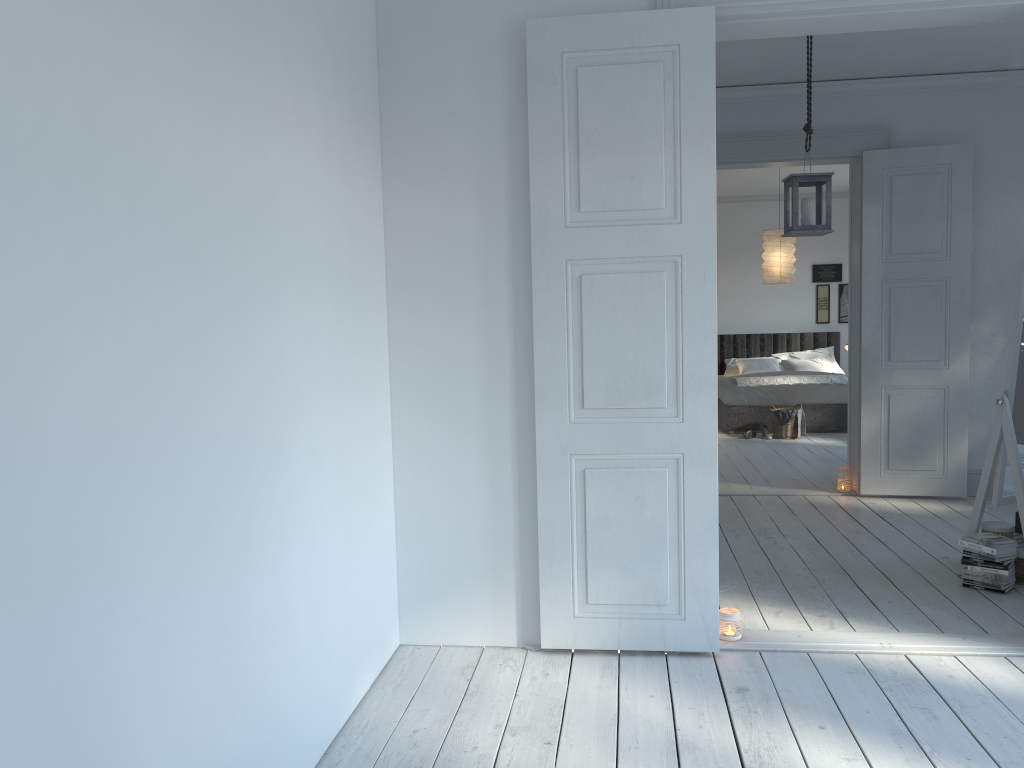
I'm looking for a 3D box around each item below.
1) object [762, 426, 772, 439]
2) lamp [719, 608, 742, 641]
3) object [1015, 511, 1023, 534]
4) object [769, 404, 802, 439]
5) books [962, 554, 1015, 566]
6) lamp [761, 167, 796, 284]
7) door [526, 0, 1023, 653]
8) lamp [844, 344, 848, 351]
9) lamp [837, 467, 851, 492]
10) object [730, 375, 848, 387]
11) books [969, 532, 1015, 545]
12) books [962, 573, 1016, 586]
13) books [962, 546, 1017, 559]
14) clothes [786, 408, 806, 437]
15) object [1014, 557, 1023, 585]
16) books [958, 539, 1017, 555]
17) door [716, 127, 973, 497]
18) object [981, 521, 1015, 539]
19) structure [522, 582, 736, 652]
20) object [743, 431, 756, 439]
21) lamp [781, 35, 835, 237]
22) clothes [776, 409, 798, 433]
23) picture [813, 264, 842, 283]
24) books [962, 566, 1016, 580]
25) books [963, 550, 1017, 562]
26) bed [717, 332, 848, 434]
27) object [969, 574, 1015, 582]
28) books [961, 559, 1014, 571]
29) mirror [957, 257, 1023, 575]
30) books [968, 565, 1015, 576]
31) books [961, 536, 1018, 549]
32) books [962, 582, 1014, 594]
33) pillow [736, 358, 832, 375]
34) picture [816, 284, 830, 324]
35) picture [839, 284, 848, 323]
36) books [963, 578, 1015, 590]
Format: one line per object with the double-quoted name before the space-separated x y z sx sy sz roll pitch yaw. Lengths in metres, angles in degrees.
"object" 2.660 0.508 9.246 0.083 0.122 0.222 -1 4 7
"lamp" 0.850 0.940 3.467 0.093 0.110 0.093 1 5 24
"object" 2.568 0.674 4.303 0.165 0.103 0.155 -4 5 -28
"object" 2.842 0.389 9.218 0.319 0.351 0.319 2 6 39
"books" 2.175 0.794 4.045 0.128 0.016 0.178 -5 5 -40
"lamp" 2.646 -1.616 8.797 0.338 1.233 0.340 2 6 38
"door" 1.391 -0.253 3.305 2.599 2.509 0.576 -1 5 7
"lamp" 4.483 -0.080 11.146 0.800 0.938 0.449 -2 5 -10
"lamp" 2.359 0.679 6.300 0.089 0.167 0.089 -2 5 0
"object" 3.148 -0.041 9.675 1.460 0.104 0.404 -1 4 7
"books" 2.183 0.702 4.031 0.111 0.014 0.156 -2 4 -13
"books" 2.182 0.886 4.057 0.128 0.016 0.180 -5 5 -38
"books" 2.179 0.760 4.046 0.128 0.016 0.180 -3 4 -22
"clothes" 2.869 0.400 9.194 0.234 0.289 0.283 -6 6 -43
"object" 2.361 0.850 4.192 0.185 0.140 0.295 -3 4 -21
"books" 2.171 0.739 4.051 0.128 0.026 0.200 -3 4 -21
"door" 1.768 -0.465 6.285 2.599 2.509 0.576 -1 5 7
"object" 2.302 0.701 4.203 0.142 0.075 0.142 -2 4 -9
"structure" 0.284 -0.350 3.984 1.247 2.832 0.800 -5 6 -38
"object" 2.469 0.526 9.317 0.120 0.084 0.222 2 5 36
"lamp" 1.612 -1.706 4.835 0.228 1.765 0.228 -1 5 4
"clothes" 2.834 0.389 9.160 0.246 0.270 0.297 -1 4 8
"picture" 4.067 -1.429 11.435 0.365 0.232 0.020 -1 5 7
"books" 2.181 0.857 4.056 0.186 0.017 0.132 2 5 44
"books" 2.179 0.777 4.045 0.128 0.016 0.176 -3 4 -26
"bed" 3.263 -0.063 10.511 1.888 1.048 2.173 -1 4 7
"object" 2.188 0.871 4.043 0.111 0.014 0.156 -5 5 -40
"books" 2.176 0.814 4.055 0.193 0.022 0.128 2 5 40
"mirror" 2.458 0.165 4.142 0.610 1.491 0.416 -4 5 -28
"books" 2.189 0.837 4.049 0.167 0.022 0.128 2 5 41
"books" 2.176 0.717 4.045 0.132 0.017 0.186 -3 4 -20
"books" 2.178 0.920 4.056 0.128 0.016 0.178 -5 5 -45
"pillow" 3.345 -0.204 10.921 1.146 0.226 0.415 -2 4 0
"picture" 4.027 -1.035 11.475 0.165 0.505 0.020 -1 5 7
"picture" 4.302 -1.039 11.440 0.165 0.505 0.020 -1 5 7
"books" 2.182 0.903 4.056 0.128 0.016 0.176 -5 5 -42
